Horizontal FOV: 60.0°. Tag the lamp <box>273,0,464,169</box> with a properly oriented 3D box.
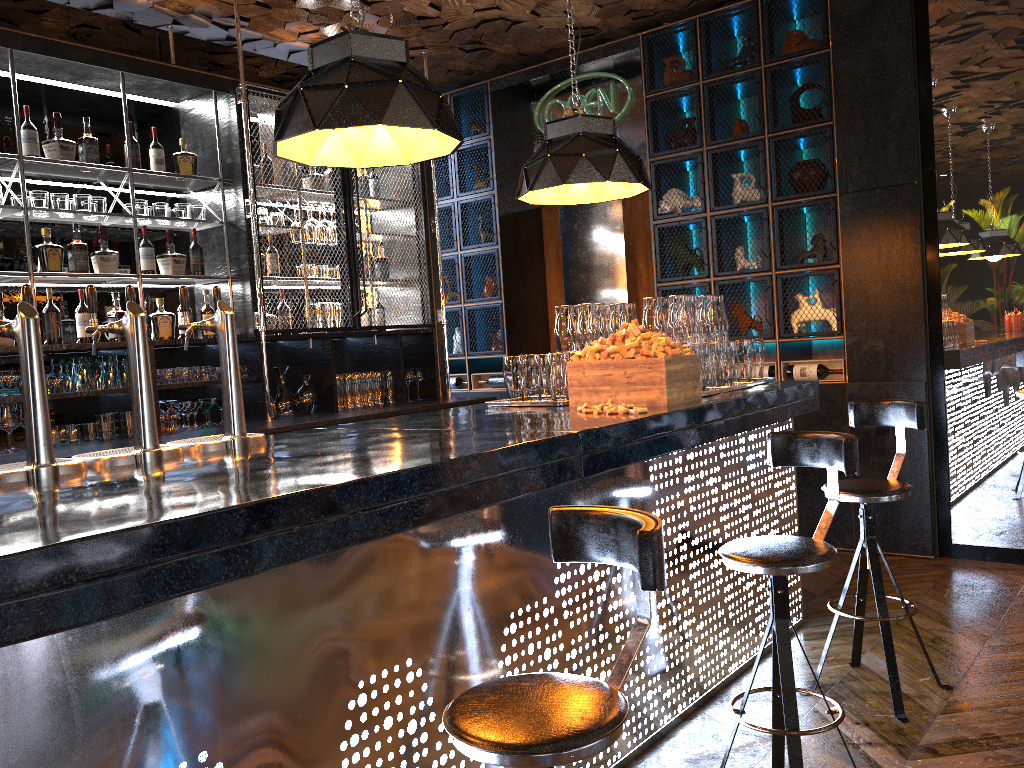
[{"bbox_3d":[-0.504,-1.518,2.755,0.607,1.564,0.582,-2,3,38],"label":"lamp"}]

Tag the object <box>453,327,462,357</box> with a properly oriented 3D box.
[{"bbox_3d":[-0.431,-0.364,7.658,0.126,0.249,0.253,-3,3,13],"label":"object"}]

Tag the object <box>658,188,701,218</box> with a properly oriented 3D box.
[{"bbox_3d":[1.215,-1.261,6.177,0.403,0.221,0.192,-3,3,8],"label":"object"}]

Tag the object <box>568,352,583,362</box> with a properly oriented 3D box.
[{"bbox_3d":[0.272,-0.031,3.795,0.105,0.209,0.105,-3,3,14],"label":"object"}]

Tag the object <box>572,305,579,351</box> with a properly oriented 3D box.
[{"bbox_3d":[0.307,-0.260,4.114,0.105,0.209,0.105,-5,3,-26],"label":"object"}]

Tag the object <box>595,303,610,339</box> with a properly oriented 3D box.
[{"bbox_3d":[0.391,-0.262,4.032,0.105,0.209,0.105,-5,3,-26],"label":"object"}]

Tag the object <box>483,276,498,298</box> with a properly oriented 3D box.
[{"bbox_3d":[-0.108,-0.789,7.364,0.278,0.222,0.138,-5,3,-22],"label":"object"}]

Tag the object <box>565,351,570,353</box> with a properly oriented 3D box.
[{"bbox_3d":[0.275,-0.051,4.168,0.105,0.209,0.105,-5,3,-26],"label":"object"}]

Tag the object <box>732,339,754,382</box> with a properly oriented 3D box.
[{"bbox_3d":[1.075,-0.101,4.138,0.105,0.209,0.105,-3,3,14],"label":"object"}]

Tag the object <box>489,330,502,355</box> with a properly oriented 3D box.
[{"bbox_3d":[-0.111,-0.351,7.339,0.107,0.209,0.233,-6,3,-35],"label":"object"}]

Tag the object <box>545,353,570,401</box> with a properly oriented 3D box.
[{"bbox_3d":[0.195,-0.023,3.718,0.105,0.209,0.105,-3,3,14],"label":"object"}]

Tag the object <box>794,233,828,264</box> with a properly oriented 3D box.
[{"bbox_3d":[1.911,-0.848,5.682,0.212,0.220,0.119,-3,3,23],"label":"object"}]

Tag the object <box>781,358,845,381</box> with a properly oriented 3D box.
[{"bbox_3d":[1.923,-0.087,5.619,0.396,0.132,0.123,-2,3,39],"label":"object"}]

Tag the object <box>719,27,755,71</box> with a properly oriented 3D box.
[{"bbox_3d":[1.510,-2.192,5.880,0.289,0.332,0.152,-2,3,31],"label":"object"}]

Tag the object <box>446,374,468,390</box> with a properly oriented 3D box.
[{"bbox_3d":[-0.470,-0.018,7.546,0.396,0.132,0.123,-2,3,38],"label":"object"}]

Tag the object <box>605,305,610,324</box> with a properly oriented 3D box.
[{"bbox_3d":[0.475,-0.282,4.341,0.105,0.209,0.105,-5,3,-26],"label":"object"}]

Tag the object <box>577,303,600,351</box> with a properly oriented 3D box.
[{"bbox_3d":[0.339,-0.255,3.958,0.105,0.209,0.105,-5,3,-26],"label":"object"}]

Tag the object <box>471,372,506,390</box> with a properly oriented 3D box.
[{"bbox_3d":[-0.141,-0.026,7.276,0.396,0.132,0.122,-2,3,38],"label":"object"}]

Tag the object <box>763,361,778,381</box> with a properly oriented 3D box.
[{"bbox_3d":[1.586,-0.076,5.888,0.396,0.132,0.122,-2,3,38],"label":"object"}]

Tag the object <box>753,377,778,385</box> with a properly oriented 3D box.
[{"bbox_3d":[1.013,-0.006,4.238,0.437,0.019,0.273,-2,3,38],"label":"object"}]

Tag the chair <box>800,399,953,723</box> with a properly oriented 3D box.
[{"bbox_3d":[1.393,0.632,3.423,0.476,1.108,0.419,-6,4,-41],"label":"chair"}]

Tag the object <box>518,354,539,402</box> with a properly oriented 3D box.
[{"bbox_3d":[0.080,-0.026,3.952,0.105,0.209,0.105,-5,3,-26],"label":"object"}]

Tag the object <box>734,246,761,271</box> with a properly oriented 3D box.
[{"bbox_3d":[1.585,-0.831,5.962,0.183,0.210,0.096,-1,4,41],"label":"object"}]

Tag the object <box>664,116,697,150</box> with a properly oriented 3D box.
[{"bbox_3d":[1.175,-1.709,6.160,0.253,0.249,0.126,-2,3,38],"label":"object"}]

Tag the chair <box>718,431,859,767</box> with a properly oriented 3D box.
[{"bbox_3d":[0.795,0.712,2.562,0.476,1.108,0.419,-6,3,-36],"label":"chair"}]

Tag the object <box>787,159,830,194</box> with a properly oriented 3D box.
[{"bbox_3d":[1.894,-1.296,5.649,0.265,0.239,0.266,-3,3,17],"label":"object"}]

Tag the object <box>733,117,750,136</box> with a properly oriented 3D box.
[{"bbox_3d":[1.541,-1.683,5.922,0.105,0.168,0.210,-2,3,38],"label":"object"}]

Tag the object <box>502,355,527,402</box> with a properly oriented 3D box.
[{"bbox_3d":[0.014,-0.017,3.858,0.105,0.209,0.105,-5,3,-26],"label":"object"}]

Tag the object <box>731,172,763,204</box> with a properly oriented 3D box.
[{"bbox_3d":[1.595,-1.288,5.918,0.253,0.249,0.126,-3,3,8],"label":"object"}]

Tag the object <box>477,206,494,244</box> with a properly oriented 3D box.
[{"bbox_3d":[-0.189,-1.288,7.307,0.198,0.358,0.116,-3,3,9],"label":"object"}]

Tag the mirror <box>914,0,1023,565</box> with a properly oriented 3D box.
[{"bbox_3d":[2.884,-0.759,4.810,1.194,3.551,0.026,-2,3,38],"label":"mirror"}]

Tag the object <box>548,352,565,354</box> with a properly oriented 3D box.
[{"bbox_3d":[0.211,-0.042,4.070,0.105,0.209,0.105,-5,3,-26],"label":"object"}]

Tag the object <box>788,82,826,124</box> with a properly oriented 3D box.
[{"bbox_3d":[1.873,-1.753,5.623,0.249,0.290,0.114,-2,3,38],"label":"object"}]

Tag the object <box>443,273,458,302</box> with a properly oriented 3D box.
[{"bbox_3d":[-0.455,-0.813,7.599,0.290,0.290,0.097,-4,3,-13],"label":"object"}]

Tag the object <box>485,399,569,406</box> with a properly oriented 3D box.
[{"bbox_3d":[0.133,0.072,3.818,0.437,0.019,0.273,-2,3,38],"label":"object"}]

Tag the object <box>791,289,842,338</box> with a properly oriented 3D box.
[{"bbox_3d":[1.962,-0.458,5.680,0.341,0.303,0.164,-1,4,43],"label":"object"}]

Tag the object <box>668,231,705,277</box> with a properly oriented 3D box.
[{"bbox_3d":[1.233,-0.902,6.204,0.255,0.356,0.167,-1,4,43],"label":"object"}]

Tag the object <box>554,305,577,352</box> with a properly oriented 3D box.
[{"bbox_3d":[0.242,-0.251,4.023,0.105,0.209,0.105,-5,3,-26],"label":"object"}]

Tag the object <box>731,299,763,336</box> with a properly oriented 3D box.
[{"bbox_3d":[1.573,-0.431,5.934,0.208,0.280,0.131,-3,3,20],"label":"object"}]

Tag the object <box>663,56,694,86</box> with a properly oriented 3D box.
[{"bbox_3d":[1.177,-2.141,6.134,0.253,0.249,0.126,-3,3,8],"label":"object"}]

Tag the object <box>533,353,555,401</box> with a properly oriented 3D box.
[{"bbox_3d":[0.147,-0.025,3.832,0.105,0.209,0.105,-5,3,-26],"label":"object"}]

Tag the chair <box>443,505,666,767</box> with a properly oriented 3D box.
[{"bbox_3d":[0.080,0.807,1.581,0.476,1.108,0.419,-6,3,-36],"label":"chair"}]

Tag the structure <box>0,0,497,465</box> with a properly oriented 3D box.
[{"bbox_3d":[-2.688,-0.345,3.926,1.143,3.553,6.750,-2,3,38],"label":"structure"}]

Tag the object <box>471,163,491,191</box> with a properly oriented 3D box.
[{"bbox_3d":[-0.216,-1.684,7.244,0.290,0.290,0.097,-2,3,37],"label":"object"}]

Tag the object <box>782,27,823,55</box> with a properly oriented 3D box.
[{"bbox_3d":[1.842,-2.145,5.607,0.278,0.222,0.138,-2,3,39],"label":"object"}]

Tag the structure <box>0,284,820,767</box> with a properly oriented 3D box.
[{"bbox_3d":[-0.873,0.551,2.195,1.214,1.685,6.009,-2,3,38],"label":"structure"}]

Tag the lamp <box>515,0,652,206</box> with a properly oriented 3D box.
[{"bbox_3d":[0.266,-1.625,3.920,0.607,1.564,0.582,-2,3,38],"label":"lamp"}]

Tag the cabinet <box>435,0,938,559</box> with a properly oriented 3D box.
[{"bbox_3d":[0.805,-0.691,6.708,4.416,3.514,0.691,-2,3,38],"label":"cabinet"}]

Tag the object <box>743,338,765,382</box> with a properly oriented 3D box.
[{"bbox_3d":[1.151,-0.110,4.215,0.105,0.209,0.105,-3,3,14],"label":"object"}]

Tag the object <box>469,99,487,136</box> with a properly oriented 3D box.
[{"bbox_3d":[-0.269,-2.151,7.243,0.198,0.358,0.116,-2,3,38],"label":"object"}]
